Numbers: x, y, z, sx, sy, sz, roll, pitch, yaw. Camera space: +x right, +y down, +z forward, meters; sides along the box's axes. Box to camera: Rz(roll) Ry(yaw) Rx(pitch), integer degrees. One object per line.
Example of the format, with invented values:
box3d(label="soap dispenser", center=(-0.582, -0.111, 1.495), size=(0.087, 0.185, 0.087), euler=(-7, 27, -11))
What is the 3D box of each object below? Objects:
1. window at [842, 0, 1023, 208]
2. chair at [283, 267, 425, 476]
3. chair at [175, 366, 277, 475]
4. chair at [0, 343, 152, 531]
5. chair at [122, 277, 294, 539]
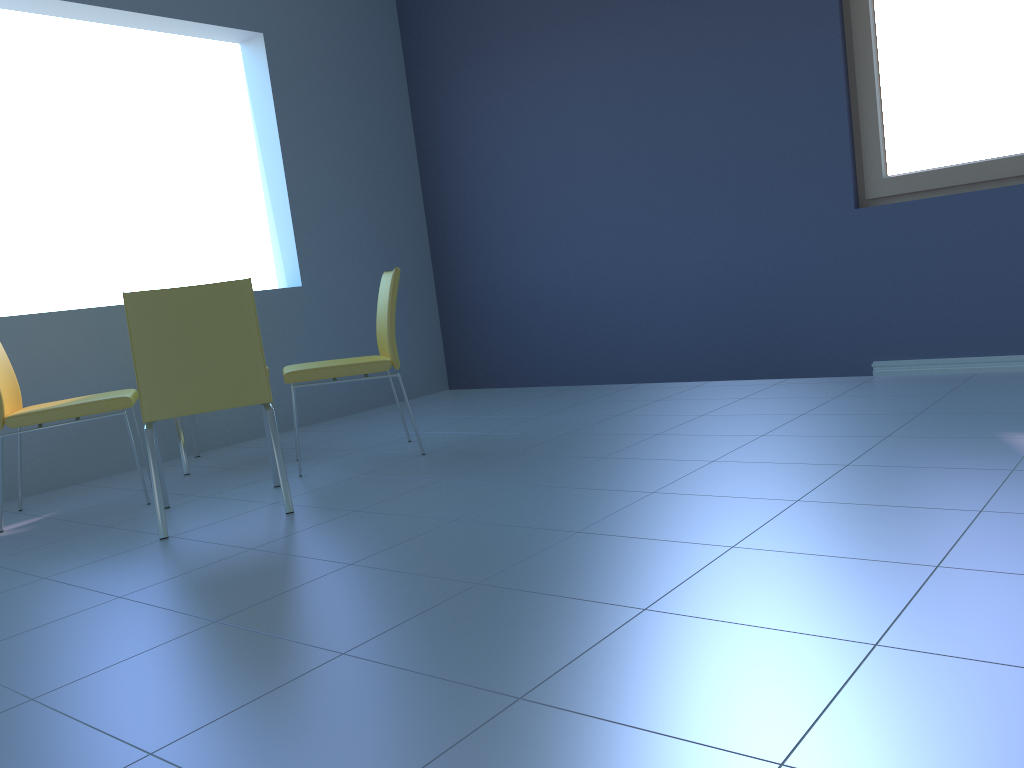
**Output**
box3d(label="window", center=(1.971, -1.390, 3.245), size=(1.475, 1.263, 0.142), euler=(-2, 8, 39))
box3d(label="chair", center=(-0.626, -0.063, 3.386), size=(0.484, 0.699, 0.387), euler=(-9, 7, -14))
box3d(label="chair", center=(-1.228, -0.030, 3.766), size=(0.387, 0.695, 0.484), euler=(-9, 7, -14))
box3d(label="chair", center=(-1.571, 0.091, 3.090), size=(0.484, 0.695, 0.387), euler=(-10, 7, -19))
box3d(label="chair", center=(-0.938, 0.050, 2.726), size=(0.387, 0.695, 0.484), euler=(-10, 7, -19))
